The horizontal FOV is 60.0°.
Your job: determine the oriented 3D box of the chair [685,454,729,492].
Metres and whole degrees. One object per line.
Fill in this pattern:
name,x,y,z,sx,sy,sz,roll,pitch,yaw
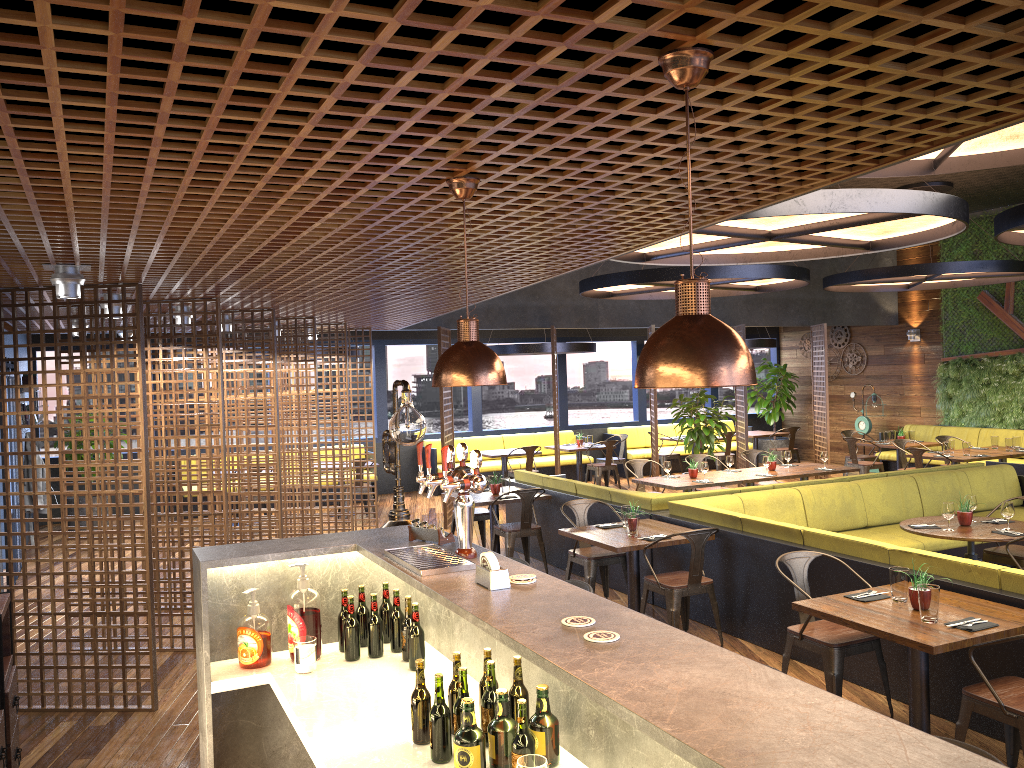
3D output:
chair,2.506,1.372,11.300,0.504,0.917,0.541,-2,1,-25

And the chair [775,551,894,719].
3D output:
chair,1.849,1.481,5.190,0.504,0.917,0.541,-2,1,-25

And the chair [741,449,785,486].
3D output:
chair,3.320,1.340,11.683,0.504,0.917,0.541,-2,1,-25

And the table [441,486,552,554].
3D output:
table,-0.168,1.562,9.519,0.887,0.763,0.906,-2,1,-25

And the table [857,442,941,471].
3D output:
table,6.060,1.301,13.817,0.887,0.763,0.906,-2,1,-25

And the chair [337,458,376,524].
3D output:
chair,-2.231,1.503,12.719,0.504,0.917,0.541,-2,1,-25

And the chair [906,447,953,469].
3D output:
chair,5.468,1.273,11.590,0.541,0.917,0.504,-2,1,-25

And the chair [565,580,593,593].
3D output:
chair,0.179,1.484,4.177,0.438,1.048,0.483,-2,1,4

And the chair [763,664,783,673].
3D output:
chair,0.719,1.485,2.885,0.438,1.048,0.483,-2,1,-11

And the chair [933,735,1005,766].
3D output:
chair,1.039,1.484,2.255,0.483,1.048,0.438,-1,1,25

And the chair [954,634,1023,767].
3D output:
chair,2.379,1.480,4.063,0.504,0.917,0.541,-2,1,-25

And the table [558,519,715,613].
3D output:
table,0.986,1.561,7.078,0.887,0.763,0.906,-2,1,-25

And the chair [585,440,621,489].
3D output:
chair,1.488,1.359,14.470,0.504,0.917,0.541,-2,1,-25

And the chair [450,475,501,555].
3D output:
chair,-0.452,1.485,10.061,0.504,0.917,0.541,-2,1,-25

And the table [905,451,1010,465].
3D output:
table,5.984,1.330,11.915,0.887,0.763,0.906,-2,1,-25

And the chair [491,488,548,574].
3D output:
chair,0.070,1.484,8.951,0.504,0.917,0.541,-2,1,-25

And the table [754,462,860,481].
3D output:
table,3.649,1.419,10.989,0.906,0.763,0.887,-2,1,-25

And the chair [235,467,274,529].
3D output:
chair,-3.524,1.554,12.110,0.504,0.917,0.541,-2,1,-25

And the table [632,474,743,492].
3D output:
table,2.014,1.482,10.214,0.906,0.763,0.887,-2,1,-25

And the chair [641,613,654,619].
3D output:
chair,0.384,1.486,3.586,0.483,1.048,0.438,-1,1,36

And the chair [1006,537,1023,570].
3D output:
chair,3.791,1.403,6.292,0.504,0.917,0.541,-2,1,-25

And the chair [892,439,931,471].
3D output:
chair,5.698,1.252,12.536,0.504,0.917,0.541,-2,1,-25

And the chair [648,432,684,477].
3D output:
chair,2.728,1.299,15.880,0.541,0.917,0.504,-2,1,-25

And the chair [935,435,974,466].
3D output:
chair,6.483,1.221,12.906,0.504,0.917,0.541,-2,1,-25

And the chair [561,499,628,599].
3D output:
chair,0.713,1.482,7.638,0.504,0.917,0.541,-2,1,-25

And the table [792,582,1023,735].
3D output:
table,2.136,1.559,4.636,0.887,0.763,0.906,-2,1,-25

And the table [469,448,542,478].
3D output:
table,-0.101,1.489,14.494,0.887,0.763,0.906,-2,1,-25

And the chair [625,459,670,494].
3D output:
chair,1.686,1.404,10.914,0.504,0.917,0.541,-2,1,-25

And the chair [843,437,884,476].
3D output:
chair,5.349,1.249,13.505,0.541,0.917,0.504,-2,1,-25

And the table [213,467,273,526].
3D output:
table,-3.808,1.633,12.749,0.887,0.763,0.906,-2,1,-25

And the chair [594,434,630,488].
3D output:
chair,1.745,1.338,15.350,0.541,0.917,0.504,-2,1,-25

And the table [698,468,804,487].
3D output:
table,2.834,1.451,10.600,0.906,0.763,0.887,-2,1,-25

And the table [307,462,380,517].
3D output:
table,-2.543,1.584,13.345,0.887,0.763,0.906,-2,1,-25

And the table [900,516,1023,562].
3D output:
table,3.559,1.481,6.865,1.007,0.760,1.007,-2,1,12

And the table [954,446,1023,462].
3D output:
table,6.827,1.298,12.312,0.887,0.763,0.906,-2,1,-25

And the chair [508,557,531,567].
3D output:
chair,-0.081,1.485,4.705,0.438,1.048,0.483,-2,1,-33

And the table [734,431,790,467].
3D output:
table,4.601,1.306,16.708,0.887,0.763,0.906,-2,1,-25

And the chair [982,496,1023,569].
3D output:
chair,4.096,1.381,7.121,0.541,0.917,0.504,-2,1,-25

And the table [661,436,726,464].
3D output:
table,3.334,1.355,16.116,0.906,0.763,0.887,-2,1,-25

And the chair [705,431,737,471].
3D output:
chair,3.661,1.274,15.493,0.504,0.917,0.541,-2,1,-25

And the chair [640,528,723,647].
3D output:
chair,1.243,1.481,6.511,0.504,0.917,0.541,-2,1,-25

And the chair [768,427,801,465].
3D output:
chair,4.954,1.224,16.102,0.504,0.917,0.541,-2,1,-25

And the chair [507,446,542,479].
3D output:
chair,0.195,1.409,13.861,0.504,0.917,0.541,-2,1,-25

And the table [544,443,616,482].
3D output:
table,1.164,1.439,15.094,0.906,0.763,0.887,-2,1,-25

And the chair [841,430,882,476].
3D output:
chair,5.689,1.224,14.490,0.504,0.917,0.541,-2,1,-25
